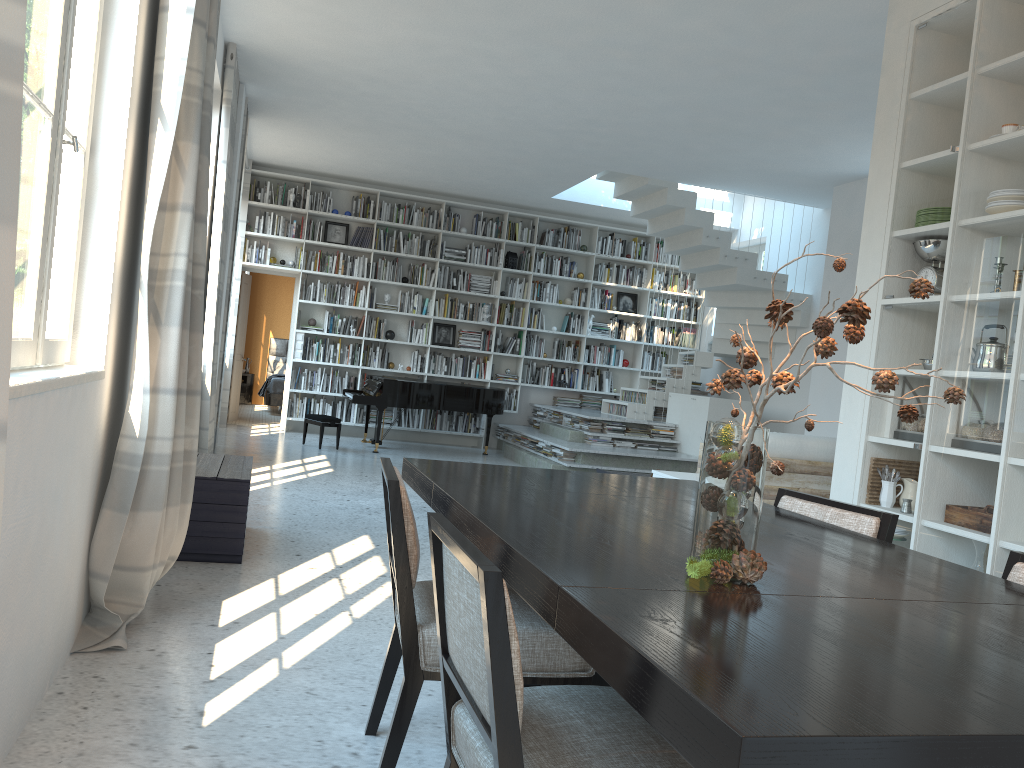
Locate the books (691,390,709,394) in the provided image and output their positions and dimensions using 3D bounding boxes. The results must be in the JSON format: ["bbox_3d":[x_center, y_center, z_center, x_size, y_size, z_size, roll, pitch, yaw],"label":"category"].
[{"bbox_3d":[2.489,0.101,11.913,0.267,0.026,0.161,6,1,-11],"label":"books"}]

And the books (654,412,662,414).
[{"bbox_3d":[2.177,0.422,12.503,0.368,0.007,0.205,6,1,-10],"label":"books"}]

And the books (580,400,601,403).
[{"bbox_3d":[1.069,0.241,12.193,0.285,0.007,0.159,6,1,-16],"label":"books"}]

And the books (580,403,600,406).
[{"bbox_3d":[1.067,0.282,12.186,0.254,0.007,0.160,6,1,-20],"label":"books"}]

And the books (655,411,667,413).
[{"bbox_3d":[2.178,0.399,12.509,0.368,0.007,0.205,6,1,-14],"label":"books"}]

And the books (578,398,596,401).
[{"bbox_3d":[1.070,0.218,12.190,0.285,0.005,0.159,6,1,-15],"label":"books"}]

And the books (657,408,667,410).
[{"bbox_3d":[2.185,0.355,12.502,0.328,0.008,0.207,6,1,-10],"label":"books"}]

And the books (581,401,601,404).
[{"bbox_3d":[1.069,0.248,12.191,0.285,0.007,0.159,6,1,-15],"label":"books"}]

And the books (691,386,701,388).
[{"bbox_3d":[2.447,0.031,12.105,0.206,0.014,0.150,6,1,-16],"label":"books"}]

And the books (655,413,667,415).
[{"bbox_3d":[2.174,0.429,12.515,0.328,0.008,0.207,6,1,-16],"label":"books"}]

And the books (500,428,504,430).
[{"bbox_3d":[-0.074,0.595,11.763,0.133,0.017,0.231,6,1,-15],"label":"books"}]

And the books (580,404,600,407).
[{"bbox_3d":[1.066,0.296,12.186,0.254,0.007,0.160,6,1,-20],"label":"books"}]

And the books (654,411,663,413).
[{"bbox_3d":[2.177,0.407,12.509,0.328,0.008,0.207,6,1,-8],"label":"books"}]

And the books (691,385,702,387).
[{"bbox_3d":[2.450,0.017,12.101,0.235,0.014,0.155,6,1,-15],"label":"books"}]

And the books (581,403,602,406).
[{"bbox_3d":[1.068,0.275,12.185,0.285,0.007,0.159,6,1,-20],"label":"books"}]

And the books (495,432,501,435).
[{"bbox_3d":[-0.109,0.667,11.758,0.179,0.012,0.261,6,1,-13],"label":"books"}]

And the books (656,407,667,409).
[{"bbox_3d":[2.186,0.347,12.499,0.328,0.008,0.207,6,1,-11],"label":"books"}]

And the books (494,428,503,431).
[{"bbox_3d":[-0.109,0.607,11.754,0.191,0.013,0.243,6,1,-20],"label":"books"}]

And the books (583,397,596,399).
[{"bbox_3d":[1.077,0.192,12.185,0.285,0.005,0.159,6,1,-19],"label":"books"}]

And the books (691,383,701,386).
[{"bbox_3d":[2.449,-0.003,12.112,0.232,0.025,0.123,6,1,-19],"label":"books"}]

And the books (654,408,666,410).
[{"bbox_3d":[2.183,0.362,12.508,0.368,0.007,0.205,6,1,-8],"label":"books"}]

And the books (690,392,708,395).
[{"bbox_3d":[2.488,0.127,11.909,0.234,0.025,0.157,6,1,-20],"label":"books"}]

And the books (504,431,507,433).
[{"bbox_3d":[-0.003,0.634,11.481,0.143,0.019,0.230,6,1,-15],"label":"books"}]

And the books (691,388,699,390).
[{"bbox_3d":[2.442,0.062,12.113,0.182,0.011,0.130,6,1,-18],"label":"books"}]

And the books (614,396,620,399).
[{"bbox_3d":[1.558,0.198,12.281,0.204,0.036,0.266,6,1,-15],"label":"books"}]

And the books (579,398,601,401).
[{"bbox_3d":[1.070,0.213,12.190,0.285,0.005,0.159,6,1,-17],"label":"books"}]

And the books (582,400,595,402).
[{"bbox_3d":[1.067,0.234,12.192,0.254,0.006,0.160,6,1,-16],"label":"books"}]

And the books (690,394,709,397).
[{"bbox_3d":[2.483,0.144,11.920,0.278,0.012,0.177,6,1,-12],"label":"books"}]

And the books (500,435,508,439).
[{"bbox_3d":[-0.030,0.695,11.477,0.189,0.030,0.237,6,1,-16],"label":"books"}]

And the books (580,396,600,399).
[{"bbox_3d":[1.078,0.187,12.181,0.254,0.006,0.160,6,1,-21],"label":"books"}]

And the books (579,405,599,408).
[{"bbox_3d":[1.063,0.309,12.186,0.285,0.007,0.159,6,1,-20],"label":"books"}]

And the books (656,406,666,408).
[{"bbox_3d":[2.186,0.332,12.507,0.328,0.008,0.207,6,1,-14],"label":"books"}]

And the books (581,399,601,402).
[{"bbox_3d":[1.069,0.224,12.189,0.254,0.006,0.160,6,1,-17],"label":"books"}]

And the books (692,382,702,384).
[{"bbox_3d":[2.454,-0.020,12.098,0.229,0.011,0.159,6,1,-17],"label":"books"}]

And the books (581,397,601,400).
[{"bbox_3d":[1.077,0.197,12.183,0.254,0.006,0.160,6,1,-12],"label":"books"}]

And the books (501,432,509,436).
[{"bbox_3d":[-0.033,0.654,11.473,0.191,0.028,0.212,6,1,-12],"label":"books"}]

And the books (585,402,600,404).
[{"bbox_3d":[1.068,0.255,12.191,0.254,0.007,0.160,6,1,-15],"label":"books"}]

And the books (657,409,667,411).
[{"bbox_3d":[2.182,0.370,12.505,0.328,0.008,0.207,6,1,-13],"label":"books"}]

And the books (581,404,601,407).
[{"bbox_3d":[1.066,0.289,12.190,0.285,0.007,0.159,6,1,-14],"label":"books"}]

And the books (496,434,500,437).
[{"bbox_3d":[-0.101,0.690,11.761,0.172,0.016,0.241,6,1,-16],"label":"books"}]

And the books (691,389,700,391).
[{"bbox_3d":[2.444,0.072,12.101,0.192,0.008,0.160,6,1,-16],"label":"books"}]

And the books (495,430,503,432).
[{"bbox_3d":[-0.104,0.631,11.757,0.188,0.009,0.211,6,1,-17],"label":"books"}]

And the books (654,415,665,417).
[{"bbox_3d":[2.172,0.461,12.507,0.368,0.007,0.205,6,1,-13],"label":"books"}]

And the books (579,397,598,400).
[{"bbox_3d":[1.073,0.202,12.182,0.285,0.005,0.159,6,1,-20],"label":"books"}]

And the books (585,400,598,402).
[{"bbox_3d":[1.069,0.229,12.188,0.285,0.005,0.159,6,1,-18],"label":"books"}]

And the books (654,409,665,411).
[{"bbox_3d":[2.182,0.377,12.505,0.328,0.008,0.207,6,1,-9],"label":"books"}]

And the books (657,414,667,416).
[{"bbox_3d":[2.174,0.438,12.507,0.328,0.008,0.207,6,1,-13],"label":"books"}]

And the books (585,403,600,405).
[{"bbox_3d":[1.067,0.268,12.191,0.254,0.007,0.160,6,1,-15],"label":"books"}]

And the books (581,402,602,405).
[{"bbox_3d":[1.070,0.262,12.182,0.285,0.007,0.159,6,1,-21],"label":"books"}]

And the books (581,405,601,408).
[{"bbox_3d":[1.066,0.303,12.184,0.285,0.007,0.159,6,1,-11],"label":"books"}]

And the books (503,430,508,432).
[{"bbox_3d":[-0.012,0.619,11.477,0.160,0.009,0.291,6,1,-14],"label":"books"}]

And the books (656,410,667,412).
[{"bbox_3d":[2.181,0.385,12.502,0.368,0.007,0.205,6,1,-12],"label":"books"}]

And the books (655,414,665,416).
[{"bbox_3d":[2.174,0.446,12.501,0.328,0.008,0.207,6,1,-11],"label":"books"}]

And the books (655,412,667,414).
[{"bbox_3d":[2.177,0.415,12.506,0.328,0.008,0.207,6,1,-13],"label":"books"}]

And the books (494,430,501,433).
[{"bbox_3d":[-0.107,0.641,11.757,0.177,0.012,0.278,6,1,-20],"label":"books"}]

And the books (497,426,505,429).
[{"bbox_3d":[-0.086,0.578,11.759,0.158,0.014,0.234,6,1,-18],"label":"books"}]

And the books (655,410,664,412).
[{"bbox_3d":[2.180,0.392,12.503,0.328,0.008,0.207,6,1,-12],"label":"books"}]

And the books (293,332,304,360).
[{"bbox_3d":[-2.666,-0.476,11.062,0.106,0.340,0.306,6,1,-16],"label":"books"}]
